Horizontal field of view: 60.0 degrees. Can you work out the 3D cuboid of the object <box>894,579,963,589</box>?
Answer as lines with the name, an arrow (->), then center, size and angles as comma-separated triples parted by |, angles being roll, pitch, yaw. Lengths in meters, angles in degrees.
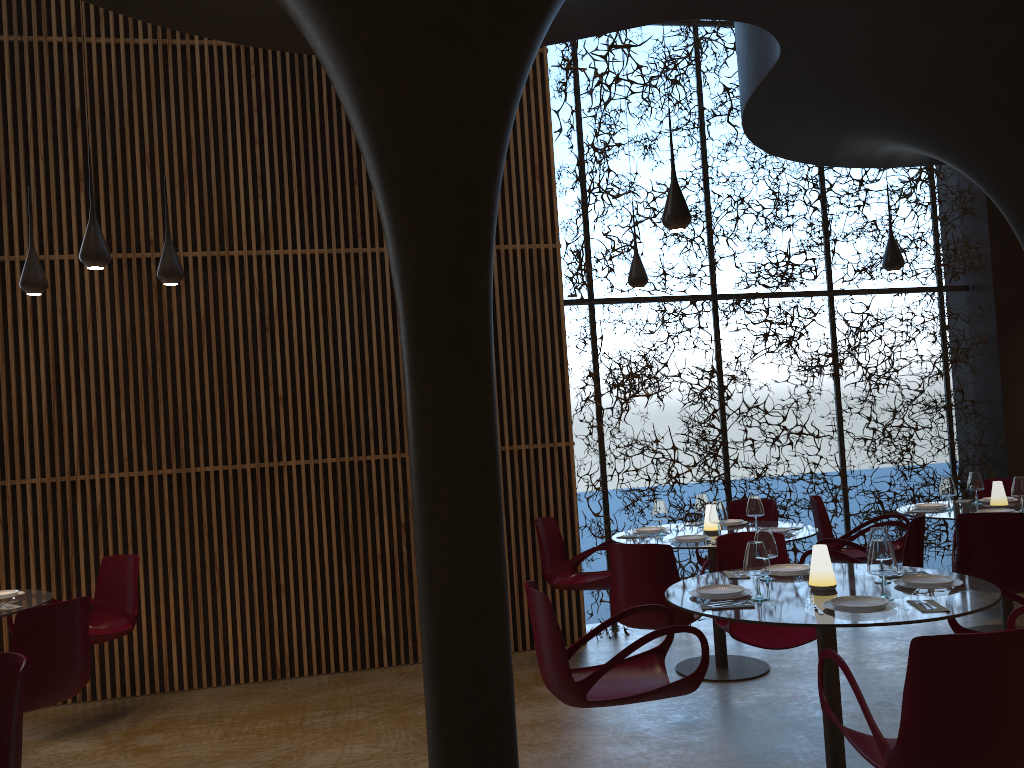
object -> 2.184, 1.046, 4.655 | 0.331, 0.014, 0.332 | -2, -4, -29

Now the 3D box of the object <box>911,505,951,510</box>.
object -> 3.816, 1.123, 8.073 | 0.331, 0.014, 0.332 | -2, -4, -31

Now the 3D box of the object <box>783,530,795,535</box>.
object -> 2.076, 1.181, 7.040 | 0.331, 0.014, 0.332 | -3, -3, -19

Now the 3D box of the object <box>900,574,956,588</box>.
object -> 2.184, 1.037, 4.656 | 0.263, 0.029, 0.263 | -3, -3, -10

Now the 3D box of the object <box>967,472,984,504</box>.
object -> 4.298, 0.962, 8.216 | 0.142, 0.295, 0.142 | -3, -2, -11

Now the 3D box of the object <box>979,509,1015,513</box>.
object -> 4.021, 1.061, 7.350 | 0.263, 0.029, 0.263 | -3, -3, -19

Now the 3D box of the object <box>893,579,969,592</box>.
object -> 2.185, 1.047, 4.651 | 0.204, 0.012, 0.411 | -3, -3, -5

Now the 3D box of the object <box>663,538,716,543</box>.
object -> 1.399, 1.221, 6.934 | 0.411, 0.012, 0.204 | -6, -4, 35

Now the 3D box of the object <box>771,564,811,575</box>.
object -> 1.643, 1.105, 5.271 | 0.263, 0.029, 0.263 | -3, -3, -11

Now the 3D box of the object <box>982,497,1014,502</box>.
object -> 4.533, 1.077, 8.263 | 0.263, 0.029, 0.263 | -6, -4, 32

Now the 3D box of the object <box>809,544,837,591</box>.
object -> 1.655, 0.979, 4.743 | 0.142, 0.232, 0.144 | -5, -2, 33

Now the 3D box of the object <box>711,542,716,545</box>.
object -> 1.626, 1.201, 6.728 | 0.126, 0.017, 0.262 | -6, -4, 39

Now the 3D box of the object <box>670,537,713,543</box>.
object -> 1.403, 1.220, 6.932 | 0.332, 0.014, 0.332 | -4, -3, -3

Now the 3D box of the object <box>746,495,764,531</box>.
object -> 1.995, 1.062, 7.265 | 0.142, 0.295, 0.142 | -5, -2, 28

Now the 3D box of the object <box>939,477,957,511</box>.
object -> 3.863, 0.971, 7.850 | 0.142, 0.295, 0.142 | -3, -2, -13

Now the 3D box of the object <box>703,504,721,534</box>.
object -> 1.660, 1.120, 7.378 | 0.142, 0.232, 0.144 | -6, -3, 43

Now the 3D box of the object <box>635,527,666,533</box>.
object -> 1.196, 1.262, 7.655 | 0.263, 0.029, 0.263 | -1, -4, -40

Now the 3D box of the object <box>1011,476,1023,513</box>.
object -> 4.242, 0.921, 7.389 | 0.142, 0.295, 0.142 | -5, -2, 38

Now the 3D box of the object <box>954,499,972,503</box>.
object -> 4.299, 1.119, 8.451 | 0.126, 0.017, 0.262 | -6, -4, 35

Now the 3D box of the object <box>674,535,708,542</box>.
object -> 1.402, 1.210, 6.932 | 0.263, 0.029, 0.263 | -6, -4, 39

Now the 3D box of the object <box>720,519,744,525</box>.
object -> 1.915, 1.226, 7.845 | 0.263, 0.029, 0.263 | -5, -3, 26

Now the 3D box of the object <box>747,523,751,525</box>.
object -> 1.919, 1.236, 7.843 | 0.411, 0.012, 0.204 | -6, -4, 31

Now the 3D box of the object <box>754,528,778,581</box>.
object -> 1.463, 0.981, 5.117 | 0.142, 0.295, 0.142 | -5, -2, 27

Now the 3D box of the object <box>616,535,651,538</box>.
object -> 1.015, 1.278, 7.413 | 0.262, 0.017, 0.126 | -6, -4, 33

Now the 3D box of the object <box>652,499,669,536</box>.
object -> 1.244, 1.120, 7.432 | 0.142, 0.295, 0.142 | -3, -2, -13

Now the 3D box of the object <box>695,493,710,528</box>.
object -> 1.679, 1.111, 7.798 | 0.142, 0.295, 0.142 | -4, -2, 0

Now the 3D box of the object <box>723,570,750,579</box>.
object -> 1.346, 1.144, 5.315 | 0.126, 0.017, 0.262 | -4, -3, 5

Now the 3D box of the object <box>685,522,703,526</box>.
object -> 1.680, 1.268, 8.033 | 0.126, 0.017, 0.262 | -6, -4, 35

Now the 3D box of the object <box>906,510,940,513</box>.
object -> 3.634, 1.129, 7.831 | 0.262, 0.017, 0.126 | -6, -4, 33

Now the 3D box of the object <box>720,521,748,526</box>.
object -> 1.915, 1.235, 7.845 | 0.331, 0.014, 0.332 | -3, -3, -19

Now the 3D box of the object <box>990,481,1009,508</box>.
object -> 4.279, 0.971, 7.797 | 0.142, 0.232, 0.145 | -2, -2, -37

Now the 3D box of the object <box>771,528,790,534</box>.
object -> 2.075, 1.172, 7.040 | 0.263, 0.029, 0.263 | -3, -3, -19

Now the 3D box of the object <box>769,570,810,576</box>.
object -> 1.643, 1.115, 5.271 | 0.332, 0.014, 0.332 | -5, -3, 15

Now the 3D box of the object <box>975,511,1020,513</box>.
object -> 4.021, 1.071, 7.350 | 0.332, 0.014, 0.332 | -4, -3, 7

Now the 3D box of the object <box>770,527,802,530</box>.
object -> 2.240, 1.192, 7.294 | 0.262, 0.017, 0.126 | -5, -3, 29

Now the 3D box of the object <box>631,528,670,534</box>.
object -> 1.197, 1.272, 7.654 | 0.331, 0.014, 0.332 | -2, -4, -31

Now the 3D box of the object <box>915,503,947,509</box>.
object -> 3.815, 1.114, 8.073 | 0.263, 0.029, 0.263 | -2, -3, -24

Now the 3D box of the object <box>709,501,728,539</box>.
object -> 1.624, 1.070, 6.970 | 0.142, 0.295, 0.142 | -4, -2, 4

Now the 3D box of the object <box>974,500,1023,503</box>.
object -> 4.538, 1.087, 8.261 | 0.411, 0.012, 0.204 | -6, -4, 31

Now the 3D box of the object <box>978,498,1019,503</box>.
object -> 4.534, 1.086, 8.263 | 0.331, 0.014, 0.332 | -3, -3, -19
